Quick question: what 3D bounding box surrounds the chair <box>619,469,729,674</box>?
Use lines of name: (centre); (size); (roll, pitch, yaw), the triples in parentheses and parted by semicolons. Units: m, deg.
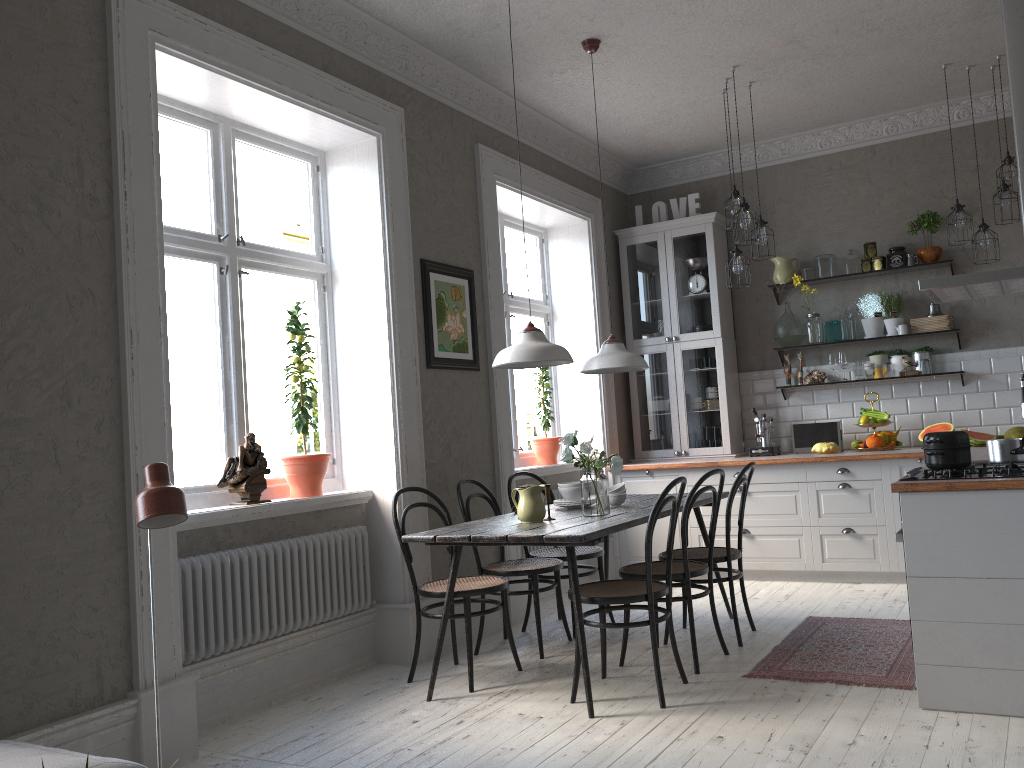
chair: (0.782, 0.881, 4.294); (0.538, 0.920, 0.447); (-6, -4, 37)

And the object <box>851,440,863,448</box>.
object: (2.528, 0.439, 6.434); (0.154, 0.072, 0.075); (-2, -4, -31)

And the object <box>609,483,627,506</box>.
object: (0.548, 0.588, 4.707); (0.130, 0.119, 0.122); (-1, -5, -44)

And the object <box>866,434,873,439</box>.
object: (2.638, 0.398, 6.434); (0.157, 0.076, 0.077); (-2, -4, -34)

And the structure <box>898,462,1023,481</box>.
structure: (1.882, 0.349, 3.620); (0.487, 0.031, 0.617); (-6, -4, 30)

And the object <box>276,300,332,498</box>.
object: (-1.052, 0.065, 4.420); (0.274, 0.991, 0.266); (-3, -3, -21)

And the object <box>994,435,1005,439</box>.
object: (3.255, 0.375, 5.947); (0.201, 0.073, 0.119); (-3, -3, -7)

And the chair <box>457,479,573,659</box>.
chair: (0.008, 0.962, 4.774); (0.540, 0.920, 0.445); (-5, -4, 27)

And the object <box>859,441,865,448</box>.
object: (2.543, 0.438, 6.383); (0.090, 0.057, 0.084); (-2, -4, -28)

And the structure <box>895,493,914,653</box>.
structure: (1.926, 0.710, 3.583); (0.607, 0.623, 0.633); (-6, -4, 30)

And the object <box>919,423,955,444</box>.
object: (2.883, 0.354, 6.012); (0.222, 0.174, 0.231); (-1, -4, -38)

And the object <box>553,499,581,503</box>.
object: (0.343, 0.635, 4.772); (0.242, 0.027, 0.232); (-1, -4, -37)

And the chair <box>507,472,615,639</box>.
chair: (0.277, 0.968, 5.191); (0.537, 0.920, 0.447); (-7, -4, 42)

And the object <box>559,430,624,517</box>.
object: (0.384, 0.422, 4.221); (0.306, 0.414, 0.256); (-6, -4, 28)

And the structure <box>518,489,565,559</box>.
structure: (0.254, 0.973, 6.282); (0.146, 0.428, 1.245); (-6, -4, 29)

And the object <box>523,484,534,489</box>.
object: (0.085, 0.568, 4.288); (0.063, 0.172, 0.061); (-1, -4, -39)

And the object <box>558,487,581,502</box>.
object: (0.340, 0.599, 4.774); (0.177, 0.094, 0.182); (-5, -4, 21)

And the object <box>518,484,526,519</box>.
object: (0.071, 0.575, 4.380); (0.095, 0.172, 0.097); (-4, -3, 11)

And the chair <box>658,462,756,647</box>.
chair: (1.050, 0.887, 4.709); (0.540, 0.920, 0.445); (-5, -4, 27)

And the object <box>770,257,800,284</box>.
object: (2.109, -0.873, 6.837); (0.187, 0.216, 0.177); (-7, -5, 44)

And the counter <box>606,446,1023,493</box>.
counter: (1.649, 0.495, 5.267); (3.104, 0.039, 3.453); (-6, -4, 30)

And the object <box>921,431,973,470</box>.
object: (1.737, 0.264, 3.537); (0.189, 0.147, 0.194); (-4, -3, 10)

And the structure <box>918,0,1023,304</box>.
structure: (2.445, -1.280, 4.555); (0.700, 1.595, 0.725); (-6, -4, 30)

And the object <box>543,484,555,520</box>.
object: (0.172, 0.560, 4.197); (0.058, 0.167, 0.060); (-7, -4, 43)

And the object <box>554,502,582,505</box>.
object: (0.343, 0.643, 4.772); (0.238, 0.027, 0.237); (-4, -3, -2)

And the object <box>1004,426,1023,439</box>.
object: (3.344, 0.339, 5.839); (0.205, 0.119, 0.131); (-3, -3, -8)

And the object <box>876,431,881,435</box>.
object: (2.660, 0.384, 6.413); (0.084, 0.093, 0.088); (-5, -4, 26)

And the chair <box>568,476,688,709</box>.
chair: (0.508, 0.872, 3.825); (0.540, 0.920, 0.445); (-5, -4, 27)

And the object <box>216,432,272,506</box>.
object: (-1.232, 0.388, 4.058); (0.118, 0.329, 0.241); (-6, -4, 32)

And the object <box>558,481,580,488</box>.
object: (0.338, 0.579, 4.775); (0.177, 0.094, 0.182); (-5, -4, 21)

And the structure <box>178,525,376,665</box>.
structure: (-1.065, 0.932, 4.063); (0.146, 0.428, 1.245); (-6, -4, 29)

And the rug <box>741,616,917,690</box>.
rug: (1.655, 1.274, 4.300); (0.723, 0.014, 1.313); (-6, -4, 30)

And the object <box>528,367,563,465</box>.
object: (0.238, 0.194, 6.595); (0.265, 0.813, 0.255); (-2, -4, -33)

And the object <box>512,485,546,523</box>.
object: (0.082, 0.561, 4.151); (0.150, 0.170, 0.135); (-3, -3, -9)

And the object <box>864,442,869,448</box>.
object: (2.564, 0.446, 6.389); (0.069, 0.076, 0.231); (-5, -3, 13)

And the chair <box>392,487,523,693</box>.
chair: (-0.278, 0.953, 4.286); (0.538, 0.920, 0.447); (-6, -4, 37)

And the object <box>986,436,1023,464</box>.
object: (2.086, 0.253, 3.607); (0.177, 0.134, 0.298); (-2, -4, -25)

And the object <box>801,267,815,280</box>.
object: (2.279, -0.833, 6.808); (0.101, 0.111, 0.105); (-6, -4, 30)

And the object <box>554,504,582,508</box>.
object: (0.344, 0.652, 4.771); (0.242, 0.027, 0.232); (-1, -5, -42)

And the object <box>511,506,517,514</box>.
object: (0.073, 0.621, 4.659); (0.138, 0.112, 0.141); (-5, -3, 12)

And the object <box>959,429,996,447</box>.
object: (3.079, 0.354, 5.843); (0.222, 0.127, 0.150); (-5, -3, 12)

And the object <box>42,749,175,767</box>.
object: (-0.605, 0.759, 1.284); (0.677, 0.420, 0.716); (-1, -4, -42)
